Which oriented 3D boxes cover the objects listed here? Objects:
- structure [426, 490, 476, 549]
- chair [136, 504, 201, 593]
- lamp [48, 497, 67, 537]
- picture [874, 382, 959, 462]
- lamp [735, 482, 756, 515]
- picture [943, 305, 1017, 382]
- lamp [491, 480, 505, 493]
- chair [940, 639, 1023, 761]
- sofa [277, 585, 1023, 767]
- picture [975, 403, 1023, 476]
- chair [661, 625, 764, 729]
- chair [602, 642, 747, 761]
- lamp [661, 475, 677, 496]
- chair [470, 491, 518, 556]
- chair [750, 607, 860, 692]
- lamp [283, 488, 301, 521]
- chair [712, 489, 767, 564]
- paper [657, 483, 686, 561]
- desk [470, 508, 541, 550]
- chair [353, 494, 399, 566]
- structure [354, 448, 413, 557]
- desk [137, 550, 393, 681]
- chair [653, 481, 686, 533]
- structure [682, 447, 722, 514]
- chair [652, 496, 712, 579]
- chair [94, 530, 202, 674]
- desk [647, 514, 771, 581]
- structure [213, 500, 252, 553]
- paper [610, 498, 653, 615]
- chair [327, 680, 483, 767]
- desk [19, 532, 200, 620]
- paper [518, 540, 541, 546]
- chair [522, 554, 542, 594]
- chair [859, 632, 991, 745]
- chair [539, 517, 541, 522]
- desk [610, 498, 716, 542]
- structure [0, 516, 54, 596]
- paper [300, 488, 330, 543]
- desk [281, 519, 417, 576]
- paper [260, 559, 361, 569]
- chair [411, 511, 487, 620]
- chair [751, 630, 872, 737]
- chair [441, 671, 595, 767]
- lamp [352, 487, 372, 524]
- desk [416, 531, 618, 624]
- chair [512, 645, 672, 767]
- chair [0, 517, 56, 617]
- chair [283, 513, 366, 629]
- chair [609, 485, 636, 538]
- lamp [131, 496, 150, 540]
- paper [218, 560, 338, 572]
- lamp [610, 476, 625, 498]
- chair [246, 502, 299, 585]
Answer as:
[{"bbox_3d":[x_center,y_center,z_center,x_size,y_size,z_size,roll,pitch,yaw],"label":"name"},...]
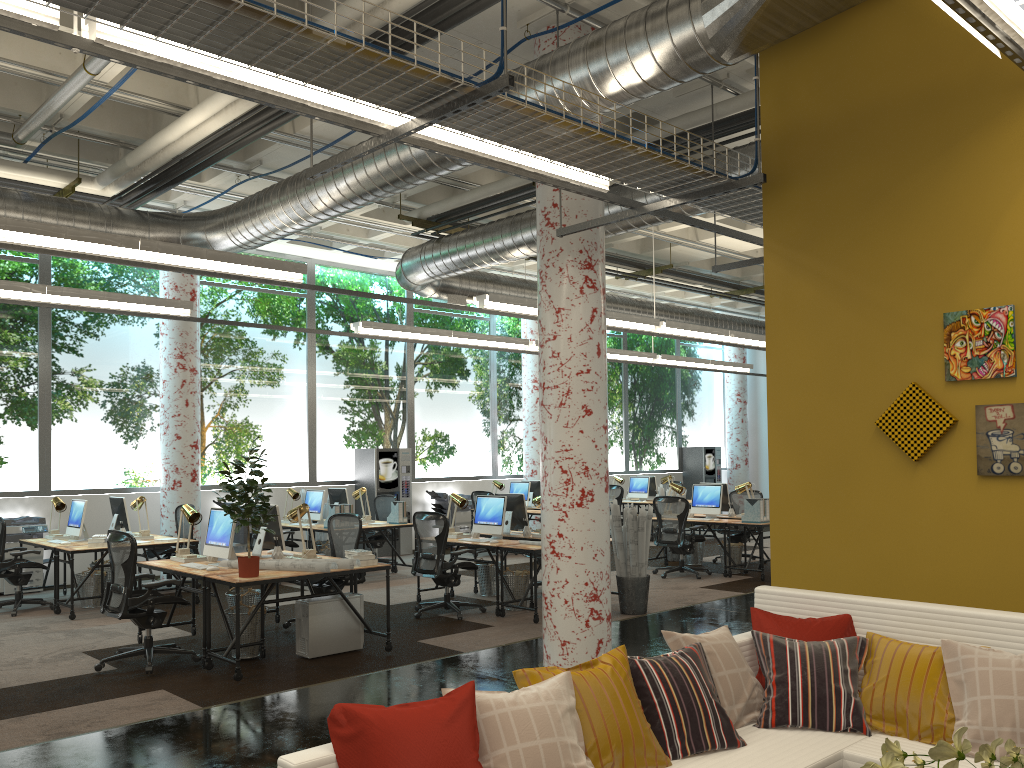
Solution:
[{"bbox_3d":[-1.052,2.451,16.138,1.058,1.056,0.504,2,-4,-43],"label":"structure"},{"bbox_3d":[-4.338,2.084,11.270,0.771,1.084,0.793,-2,-3,30],"label":"chair"},{"bbox_3d":[-5.493,1.668,10.710,0.219,0.610,0.529,0,-3,-24],"label":"lamp"},{"bbox_3d":[2.146,0.201,4.712,0.047,0.424,0.425,1,-3,-43],"label":"picture"},{"bbox_3d":[3.397,1.694,12.566,0.219,0.610,0.529,0,-3,-24],"label":"lamp"},{"bbox_3d":[2.370,-0.202,4.494,0.027,0.355,0.331,1,-3,-43],"label":"picture"},{"bbox_3d":[-0.306,1.995,15.572,0.219,0.610,0.529,0,-3,-24],"label":"lamp"},{"bbox_3d":[1.973,1.244,3.460,0.526,0.427,0.312,-2,-3,25],"label":"chair"},{"bbox_3d":[0.999,1.387,2.962,2.858,0.929,2.021,3,-6,-43],"label":"sofa"},{"bbox_3d":[2.448,0.277,4.404,0.027,0.355,0.252,1,-3,-43],"label":"picture"},{"bbox_3d":[0.926,1.305,3.957,0.546,0.437,0.335,2,-4,-38],"label":"chair"},{"bbox_3d":[0.673,1.311,3.624,0.523,0.407,0.342,1,-3,-27],"label":"chair"},{"bbox_3d":[3.165,2.109,17.560,0.219,0.610,0.529,0,-3,-24],"label":"lamp"},{"bbox_3d":[-0.348,2.314,14.756,0.771,1.084,0.793,-2,-3,30],"label":"chair"},{"bbox_3d":[1.390,1.305,4.198,0.534,0.436,0.287,-2,-3,19],"label":"chair"},{"bbox_3d":[-3.209,1.812,12.848,0.209,0.610,0.529,0,-3,-24],"label":"lamp"},{"bbox_3d":[3.451,2.144,13.360,0.771,1.084,0.793,-2,-3,30],"label":"chair"},{"bbox_3d":[2.462,2.126,13.696,0.441,1.196,0.413,-2,-2,25],"label":"paper"},{"bbox_3d":[0.439,2.520,15.249,1.402,0.723,1.944,3,-6,-43],"label":"desk"},{"bbox_3d":[-2.059,2.227,13.406,0.771,1.084,0.793,-2,-3,30],"label":"chair"},{"bbox_3d":[-2.182,2.005,15.093,0.750,1.807,0.639,1,-3,-43],"label":"structure"},{"bbox_3d":[-2.170,1.909,7.636,1.402,0.723,1.944,3,-6,-43],"label":"desk"},{"bbox_3d":[3.219,2.559,18.354,0.771,1.084,0.793,-2,-3,30],"label":"chair"},{"bbox_3d":[4.628,2.433,21.477,0.750,1.807,0.639,1,-3,-43],"label":"structure"},{"bbox_3d":[2.254,2.048,11.984,0.771,1.084,0.793,-2,-3,30],"label":"chair"},{"bbox_3d":[-2.957,1.702,7.143,0.771,1.084,0.793,-2,-3,30],"label":"chair"},{"bbox_3d":[3.041,2.254,12.477,1.402,0.723,1.944,3,-6,-43],"label":"desk"},{"bbox_3d":[-3.960,2.268,13.412,1.058,1.056,0.504,2,-4,-43],"label":"structure"},{"bbox_3d":[1.230,1.774,9.206,0.441,1.196,0.413,-2,-2,25],"label":"paper"},{"bbox_3d":[-0.307,1.222,2.809,0.534,0.444,0.302,1,-3,-27],"label":"chair"},{"bbox_3d":[-4.748,2.194,10.386,1.402,0.723,1.944,3,-6,-43],"label":"desk"},{"bbox_3d":[0.439,1.641,9.263,0.569,0.061,0.626,-5,-7,44],"label":"paper"},{"bbox_3d":[0.480,1.968,10.711,0.771,1.084,0.793,-2,-3,30],"label":"chair"},{"bbox_3d":[1.702,1.304,3.764,0.522,0.380,0.367,-4,-5,43],"label":"chair"},{"bbox_3d":[0.849,2.410,16.132,0.771,1.084,0.793,-2,-3,30],"label":"chair"},{"bbox_3d":[2.809,2.669,17.470,1.402,0.723,1.944,3,-6,-43],"label":"desk"},{"bbox_3d":[-6.321,2.120,11.196,1.058,1.056,0.504,2,-4,-43],"label":"structure"},{"bbox_3d":[-3.048,2.209,13.742,0.441,1.196,0.413,-2,-2,25],"label":"paper"},{"bbox_3d":[-2.469,2.337,12.523,1.402,0.723,1.944,3,-6,-43],"label":"desk"},{"bbox_3d":[-1.790,1.467,7.254,1.134,0.082,0.083,-2,-3,11],"label":"paper"},{"bbox_3d":[-0.717,1.872,9.334,0.771,1.084,0.793,-2,-3,30],"label":"chair"},{"bbox_3d":[1.323,1.321,3.909,0.516,0.391,0.358,-2,-3,16],"label":"chair"},{"bbox_3d":[0.052,1.261,3.084,0.525,0.400,0.332,1,-3,-24],"label":"chair"},{"bbox_3d":[-2.113,1.777,12.612,0.219,0.610,0.529,0,-3,-24],"label":"lamp"},{"bbox_3d":[0.071,2.079,9.827,1.402,0.723,1.944,3,-6,-43],"label":"desk"},{"bbox_3d":[0.309,1.262,3.367,0.546,0.437,0.317,1,-3,-31],"label":"chair"},{"bbox_3d":[-5.536,1.987,9.893,0.771,1.084,0.793,-2,-3,30],"label":"chair"},{"bbox_3d":[-1.760,1.798,8.519,0.771,1.084,0.793,-2,-3,30],"label":"chair"},{"bbox_3d":[2.021,2.463,16.977,0.771,1.084,0.793,-2,-3,30],"label":"chair"},{"bbox_3d":[-4.397,1.633,10.473,0.209,0.610,0.529,0,-3,-24],"label":"lamp"},{"bbox_3d":[-1.913,1.460,7.140,1.135,0.082,0.083,-3,-4,21],"label":"paper"},{"bbox_3d":[2.064,2.144,17.794,0.219,0.610,0.529,0,-3,-24],"label":"lamp"},{"bbox_3d":[-3.256,2.131,12.030,0.771,1.084,0.793,-2,-3,30],"label":"chair"}]
